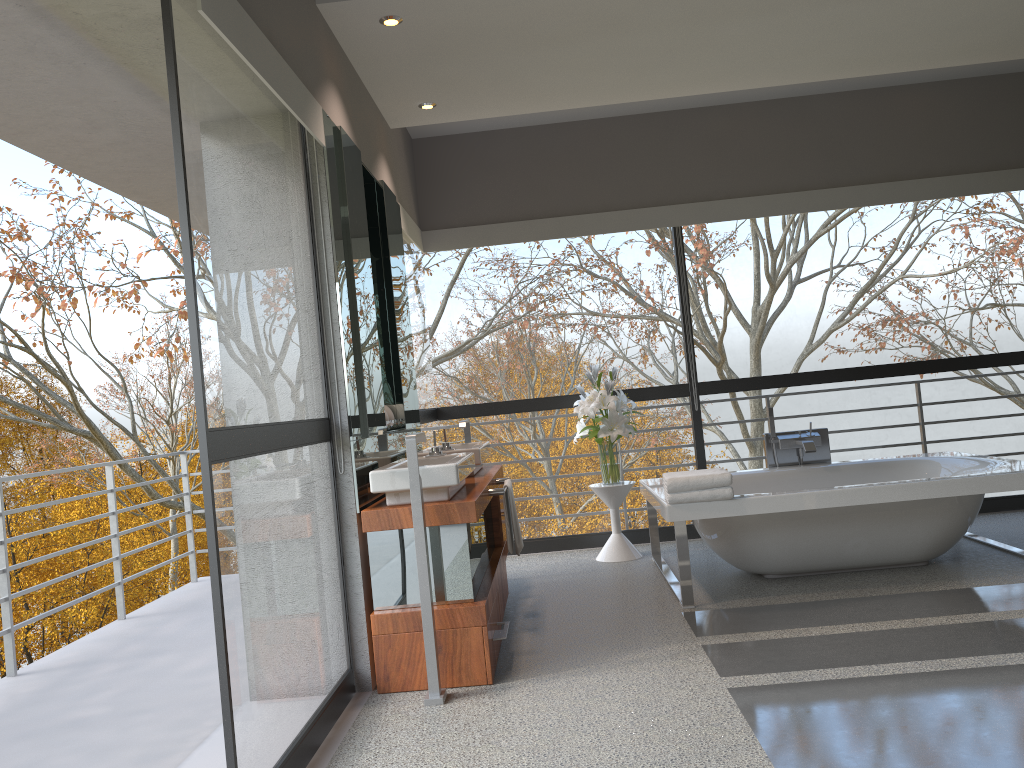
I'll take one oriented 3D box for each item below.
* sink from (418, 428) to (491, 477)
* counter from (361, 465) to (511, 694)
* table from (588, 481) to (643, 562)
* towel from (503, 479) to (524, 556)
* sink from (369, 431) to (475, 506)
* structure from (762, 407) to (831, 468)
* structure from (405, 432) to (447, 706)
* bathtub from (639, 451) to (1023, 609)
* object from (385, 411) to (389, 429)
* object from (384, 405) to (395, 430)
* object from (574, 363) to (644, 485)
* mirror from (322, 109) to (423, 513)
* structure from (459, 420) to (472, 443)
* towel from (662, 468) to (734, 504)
[{"bbox_3d":[-0.322,0.364,4.906,0.352,0.266,0.750,-6,-1,3],"label":"sink"},{"bbox_3d":[-0.250,0.833,4.343,0.524,0.704,1.848,-6,-1,3],"label":"counter"},{"bbox_3d":[0.673,0.888,5.761,0.307,0.479,0.307,-5,-2,-14],"label":"table"},{"bbox_3d":[0.009,0.663,4.411,0.079,0.368,0.302,-6,-1,3],"label":"towel"},{"bbox_3d":[-0.370,0.348,3.846,0.352,0.266,0.750,-6,-1,3],"label":"sink"},{"bbox_3d":[1.825,0.572,5.513,0.402,0.885,0.330,-6,-2,2],"label":"structure"},{"bbox_3d":[-0.325,0.683,3.399,0.069,0.989,0.303,-6,-2,3],"label":"structure"},{"bbox_3d":[1.771,0.752,4.905,1.958,0.504,1.327,-6,-1,2],"label":"bathtub"},{"bbox_3d":[-0.684,0.175,4.433,0.136,0.131,0.136,-7,-2,45],"label":"object"},{"bbox_3d":[-0.677,0.178,4.590,0.136,0.131,0.136,-7,-2,45],"label":"object"},{"bbox_3d":[0.599,0.255,5.774,0.449,0.796,0.460,-6,-2,30],"label":"object"},{"bbox_3d":[-0.745,-0.272,4.418,0.253,1.618,1.790,-6,-1,3],"label":"mirror"},{"bbox_3d":[-0.238,0.711,5.306,0.069,0.989,0.303,-6,-2,3],"label":"structure"},{"bbox_3d":[0.925,0.512,4.415,0.322,0.145,0.305,-6,-1,5],"label":"towel"}]
